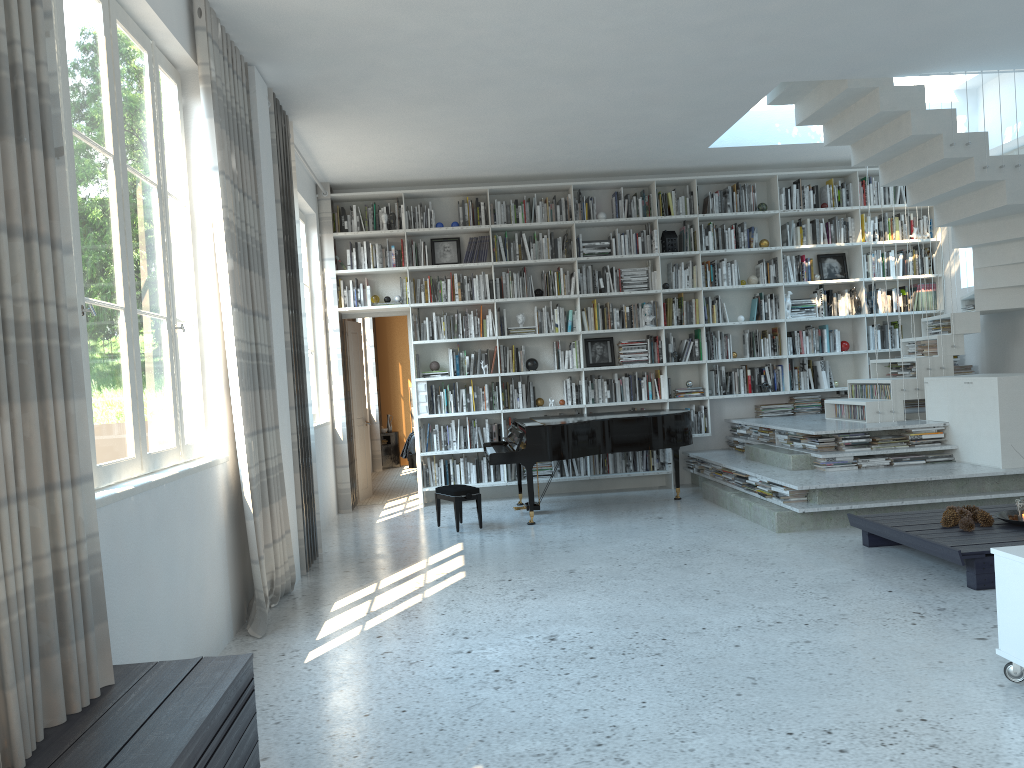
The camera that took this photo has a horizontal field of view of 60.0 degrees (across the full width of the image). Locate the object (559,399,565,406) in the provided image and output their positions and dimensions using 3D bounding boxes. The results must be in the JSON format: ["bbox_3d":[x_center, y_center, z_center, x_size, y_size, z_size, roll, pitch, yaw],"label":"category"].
[{"bbox_3d":[0.510,0.188,9.011,0.061,0.062,0.061,-3,1,45],"label":"object"}]

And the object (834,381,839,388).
[{"bbox_3d":[3.372,0.001,9.254,0.071,0.072,0.071,-3,1,45],"label":"object"}]

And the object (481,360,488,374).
[{"bbox_3d":[-0.275,-0.166,8.843,0.081,0.140,0.044,-4,1,-20],"label":"object"}]

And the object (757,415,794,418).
[{"bbox_3d":[2.724,0.335,9.215,0.345,0.007,0.193,-4,0,-9],"label":"object"}]

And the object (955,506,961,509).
[{"bbox_3d":[2.738,0.789,5.424,0.078,0.084,0.098,-4,1,-4],"label":"object"}]

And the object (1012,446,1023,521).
[{"bbox_3d":[3.019,0.532,5.013,0.309,0.522,0.435,-3,1,26],"label":"object"}]

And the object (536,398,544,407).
[{"bbox_3d":[0.283,0.187,9.037,0.091,0.092,0.091,-4,1,-26],"label":"object"}]

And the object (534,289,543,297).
[{"bbox_3d":[0.270,-0.919,8.989,0.097,0.098,0.097,-3,1,45],"label":"object"}]

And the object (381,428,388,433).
[{"bbox_3d":[-1.885,0.690,13.060,0.118,0.061,0.118,-4,1,3],"label":"object"}]

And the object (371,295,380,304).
[{"bbox_3d":[-1.364,-0.846,8.851,0.087,0.088,0.087,-3,1,45],"label":"object"}]

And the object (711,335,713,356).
[{"bbox_3d":[2.050,-0.379,9.179,0.007,0.266,0.135,-4,1,-4],"label":"object"}]

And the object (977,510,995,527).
[{"bbox_3d":[2.744,0.784,5.138,0.083,0.100,0.092,-4,1,1],"label":"object"}]

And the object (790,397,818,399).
[{"bbox_3d":[3.048,0.144,9.248,0.254,0.006,0.161,-4,0,-4],"label":"object"}]

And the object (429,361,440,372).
[{"bbox_3d":[-0.780,-0.178,8.947,0.105,0.106,0.105,-4,1,-26],"label":"object"}]

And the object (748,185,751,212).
[{"bbox_3d":[2.436,-1.892,9.168,0.006,0.298,0.129,-4,1,-4],"label":"object"}]

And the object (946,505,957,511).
[{"bbox_3d":[2.635,0.773,5.308,0.090,0.106,0.097,-3,1,17],"label":"object"}]

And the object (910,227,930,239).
[{"bbox_3d":[4.202,-1.555,9.162,0.203,0.137,0.095,-3,1,12],"label":"object"}]

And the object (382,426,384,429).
[{"bbox_3d":[-1.957,0.672,13.170,0.106,0.103,0.106,-4,1,3],"label":"object"}]

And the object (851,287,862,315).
[{"bbox_3d":[3.544,-0.850,9.113,0.087,0.288,0.075,-3,1,31],"label":"object"}]

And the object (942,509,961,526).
[{"bbox_3d":[2.591,0.790,5.237,0.110,0.101,0.114,-4,1,-22],"label":"object"}]

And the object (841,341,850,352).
[{"bbox_3d":[3.454,-0.392,9.231,0.115,0.116,0.115,-4,1,-26],"label":"object"}]

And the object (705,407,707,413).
[{"bbox_3d":[1.988,0.369,9.088,0.011,0.260,0.142,-4,1,-4],"label":"object"}]

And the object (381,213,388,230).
[{"bbox_3d":[-1.258,-1.594,8.766,0.067,0.198,0.067,-3,1,38],"label":"object"}]

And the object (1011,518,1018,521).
[{"bbox_3d":[2.900,0.785,5.116,0.035,0.035,0.030,-3,1,19],"label":"object"}]

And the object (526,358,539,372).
[{"bbox_3d":[0.203,-0.196,9.015,0.133,0.135,0.133,-3,1,45],"label":"object"}]

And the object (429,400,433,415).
[{"bbox_3d":[-0.808,0.232,8.832,0.045,0.146,0.045,-3,1,34],"label":"object"}]

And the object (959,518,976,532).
[{"bbox_3d":[2.579,0.799,5.022,0.081,0.083,0.098,-4,1,1],"label":"object"}]

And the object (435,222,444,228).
[{"bbox_3d":[-0.728,-1.583,8.915,0.082,0.083,0.082,-4,1,-26],"label":"object"}]

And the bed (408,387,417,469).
[{"bbox_3d":[-0.553,0.581,12.355,1.770,1.180,2.173,-4,1,-4],"label":"bed"}]

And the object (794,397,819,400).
[{"bbox_3d":[3.048,0.150,9.248,0.254,0.006,0.161,-4,0,-4],"label":"object"}]

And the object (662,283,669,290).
[{"bbox_3d":[1.565,-0.993,9.016,0.071,0.072,0.071,-3,1,45],"label":"object"}]

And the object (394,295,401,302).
[{"bbox_3d":[-1.144,-0.853,8.895,0.071,0.072,0.071,-4,1,-26],"label":"object"}]

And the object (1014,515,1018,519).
[{"bbox_3d":[2.927,0.779,5.133,0.039,0.043,0.038,-4,1,-33],"label":"object"}]

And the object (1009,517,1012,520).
[{"bbox_3d":[2.905,0.788,5.156,0.030,0.027,0.026,-4,1,-37],"label":"object"}]

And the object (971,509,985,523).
[{"bbox_3d":[2.754,0.782,5.247,0.106,0.086,0.091,-3,1,10],"label":"object"}]

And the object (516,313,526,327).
[{"bbox_3d":[0.090,-0.653,9.021,0.095,0.157,0.121,-3,1,10],"label":"object"}]

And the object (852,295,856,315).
[{"bbox_3d":[3.538,-0.815,9.252,0.022,0.212,0.179,-4,1,-4],"label":"object"}]

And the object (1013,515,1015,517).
[{"bbox_3d":[2.963,0.780,5.215,0.031,0.035,0.031,-4,1,-3],"label":"object"}]

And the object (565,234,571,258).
[{"bbox_3d":[0.563,-1.382,8.901,0.075,0.255,0.075,-4,1,-25],"label":"object"}]

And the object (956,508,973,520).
[{"bbox_3d":[2.663,0.780,5.236,0.108,0.108,0.094,-4,1,-36],"label":"object"}]

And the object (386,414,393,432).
[{"bbox_3d":[-1.822,0.582,13.162,0.091,0.268,0.091,-3,1,42],"label":"object"}]

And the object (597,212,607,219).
[{"bbox_3d":[0.910,-1.698,9.018,0.105,0.106,0.104,-4,1,-26],"label":"object"}]

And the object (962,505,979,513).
[{"bbox_3d":[2.751,0.774,5.315,0.097,0.102,0.099,-4,1,-34],"label":"object"}]

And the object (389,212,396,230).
[{"bbox_3d":[-1.177,-1.599,8.772,0.067,0.198,0.067,-3,1,38],"label":"object"}]

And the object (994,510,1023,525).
[{"bbox_3d":[3.018,0.775,5.103,0.429,0.038,0.429,-3,1,36],"label":"object"}]

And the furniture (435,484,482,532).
[{"bbox_3d":[-0.447,1.020,7.379,0.240,0.353,0.467,-4,1,-29],"label":"furniture"}]

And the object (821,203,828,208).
[{"bbox_3d":[3.216,-1.828,9.125,0.071,0.072,0.071,-3,1,45],"label":"object"}]

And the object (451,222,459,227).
[{"bbox_3d":[-0.571,-1.593,8.926,0.082,0.083,0.082,-4,1,-26],"label":"object"}]

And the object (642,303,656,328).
[{"bbox_3d":[1.380,-0.691,8.973,0.137,0.244,0.138,-4,1,-39],"label":"object"}]

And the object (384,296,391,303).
[{"bbox_3d":[-1.251,-0.846,8.907,0.071,0.072,0.071,-4,1,-26],"label":"object"}]

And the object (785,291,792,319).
[{"bbox_3d":[2.817,-0.803,9.044,0.087,0.288,0.075,-3,1,31],"label":"object"}]

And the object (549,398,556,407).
[{"bbox_3d":[0.407,0.179,8.980,0.060,0.095,0.078,-3,1,13],"label":"object"}]

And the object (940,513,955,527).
[{"bbox_3d":[2.543,0.802,5.179,0.082,0.085,0.082,-3,1,11],"label":"object"}]

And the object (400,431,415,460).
[{"bbox_3d":[-0.799,0.707,12.290,1.481,0.540,1.450,-4,1,-5],"label":"object"}]

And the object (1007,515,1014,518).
[{"bbox_3d":[2.924,0.783,5.194,0.035,0.035,0.030,-4,1,-6],"label":"object"}]

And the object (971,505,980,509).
[{"bbox_3d":[2.802,0.778,5.354,0.086,0.101,0.078,-4,1,-30],"label":"object"}]

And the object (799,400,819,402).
[{"bbox_3d":[3.047,0.177,9.248,0.254,0.006,0.161,-4,0,-4],"label":"object"}]

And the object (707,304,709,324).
[{"bbox_3d":[2.003,-0.715,9.153,0.013,0.208,0.140,-4,1,-4],"label":"object"}]
